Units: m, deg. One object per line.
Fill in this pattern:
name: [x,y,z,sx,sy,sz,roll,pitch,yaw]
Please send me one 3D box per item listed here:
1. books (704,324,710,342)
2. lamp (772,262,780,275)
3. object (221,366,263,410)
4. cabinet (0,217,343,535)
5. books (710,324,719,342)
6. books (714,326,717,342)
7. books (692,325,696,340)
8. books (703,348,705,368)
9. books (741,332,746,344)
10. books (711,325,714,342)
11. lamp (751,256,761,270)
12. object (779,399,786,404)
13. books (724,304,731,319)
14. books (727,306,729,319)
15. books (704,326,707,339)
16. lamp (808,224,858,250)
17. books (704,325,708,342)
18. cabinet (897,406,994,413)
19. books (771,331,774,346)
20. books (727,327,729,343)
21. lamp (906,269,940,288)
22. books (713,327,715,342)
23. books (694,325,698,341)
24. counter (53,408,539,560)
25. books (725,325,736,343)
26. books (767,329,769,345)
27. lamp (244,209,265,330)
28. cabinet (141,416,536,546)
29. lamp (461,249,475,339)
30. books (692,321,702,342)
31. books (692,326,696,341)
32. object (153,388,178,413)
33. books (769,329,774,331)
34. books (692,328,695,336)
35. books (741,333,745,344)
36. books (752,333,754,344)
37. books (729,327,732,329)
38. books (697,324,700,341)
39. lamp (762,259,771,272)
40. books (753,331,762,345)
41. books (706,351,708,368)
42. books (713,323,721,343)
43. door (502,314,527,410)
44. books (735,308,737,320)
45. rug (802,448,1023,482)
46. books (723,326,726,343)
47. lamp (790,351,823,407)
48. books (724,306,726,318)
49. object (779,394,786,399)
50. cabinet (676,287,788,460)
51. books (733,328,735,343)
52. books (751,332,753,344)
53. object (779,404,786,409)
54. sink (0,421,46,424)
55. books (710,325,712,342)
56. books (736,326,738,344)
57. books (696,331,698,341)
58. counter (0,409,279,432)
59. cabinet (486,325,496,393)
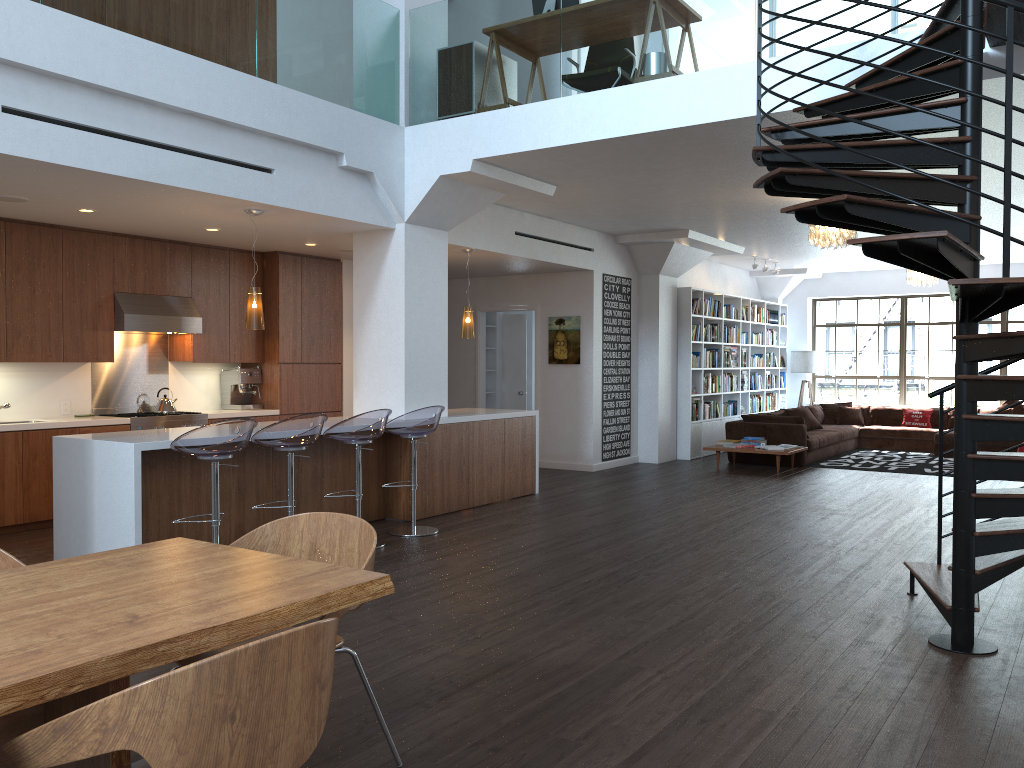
books: [2.813,-0.744,13.038,0.180,0.259,0.042,1,2,34]
lamp: [4.291,-1.874,14.420,0.120,0.211,0.111,0,1,8]
object: [-2.772,0.044,9.230,0.439,0.455,0.284,1,2,34]
cabinet: [-3.616,-0.097,7.879,0.598,2.499,5.299,1,2,34]
books: [3.018,-0.764,13.357,0.198,0.284,0.049,1,2,34]
books: [2.970,-0.739,13.252,0.174,0.240,0.054,1,2,34]
books: [2.524,-0.720,12.569,0.152,0.232,0.104,1,2,34]
books: [2.697,-0.375,12.863,0.197,0.283,0.065,1,2,34]
books: [3.724,-0.739,14.370,0.139,0.191,0.036,1,2,34]
books: [2.899,-0.744,13.164,0.183,0.253,0.042,1,2,34]
lamp: [3.721,-1.855,13.569,0.120,0.211,0.111,0,1,-22]
object: [4.728,0.317,15.991,0.331,0.088,0.410,1,2,34]
books: [3.323,-1.118,13.768,0.140,0.231,0.042,1,2,34]
books: [3.279,-1.102,13.696,0.146,0.202,0.027,1,2,34]
books: [2.719,-0.729,12.889,0.174,0.236,0.142,1,2,34]
lamp: [3.056,-1.564,8.449,0.442,0.539,0.441,0,1,-14]
books: [2.770,-0.740,12.963,0.183,0.253,0.042,1,2,34]
cabinet: [7.238,0.706,14.776,1.520,0.625,0.350,1,2,34]
books: [4.476,-0.795,15.489,0.183,0.253,0.034,1,2,33]
books: [3.258,-0.756,13.672,0.182,0.253,0.034,1,2,34]
lamp: [5.868,-1.656,12.657,0.442,0.539,0.441,0,1,-14]
books: [2.932,-0.729,13.187,0.161,0.223,0.032,1,2,34]
books: [2.544,-0.722,12.594,0.172,0.235,0.112,1,2,34]
counter: [-1.518,0.782,5.652,3.039,0.860,8.182,0,1,4]
books: [3.433,-0.780,13.946,0.176,0.290,0.053,1,2,34]
books: [4.338,-0.809,15.295,0.176,0.290,0.053,1,2,33]
lamp: [-0.669,-1.324,7.128,2.842,1.807,0.149,0,1,-17]
cabinet: [-1.376,0.761,7.510,0.898,0.796,4.493,1,2,34]
lamp: [-0.447,-0.914,9.010,0.149,0.900,0.149,0,1,-11]
books: [2.637,-0.752,12.724,0.176,0.290,0.053,1,2,34]
books: [2.504,-0.712,12.547,0.161,0.218,0.101,1,2,34]
object: [-3.335,0.151,8.529,0.222,0.235,0.222,0,1,9]
books: [4.488,-0.814,15.523,0.176,0.290,0.036,1,2,33]
books: [2.465,-0.693,12.479,0.161,0.182,0.170,1,2,34]
books: [3.695,-0.729,14.322,0.126,0.173,0.032,1,2,34]
books: [3.919,-0.746,14.662,0.139,0.191,0.036,1,2,34]
books: [3.339,-0.757,13.805,0.159,0.250,0.026,1,2,34]
books: [2.587,-0.727,12.665,0.174,0.242,0.105,1,2,34]
lamp: [4.002,-1.864,13.989,0.120,0.211,0.111,0,1,-7]
books: [4.158,-0.774,15.032,0.140,0.231,0.042,1,2,34]
books: [2.781,-0.355,12.972,0.174,0.239,0.045,1,2,34]
books: [3.061,-0.768,13.391,0.176,0.291,0.053,1,2,34]
door: [-0.134,0.021,12.758,0.826,2.032,0.174,1,2,34]
books: [3.476,-1.099,14.004,0.134,0.184,0.030,1,2,34]
rug: [6.351,1.085,11.756,4.200,0.007,3.100,1,2,35]
books: [3.166,-0.752,13.525,0.182,0.253,0.034,1,2,34]
lamp: [5.301,0.195,15.981,0.545,1.579,0.545,1,1,23]
books: [3.201,-1.094,13.578,0.139,0.191,0.036,1,2,34]
object: [4.722,0.229,15.994,0.316,0.088,0.410,1,2,34]
cabinet: [3.547,-0.188,14.343,0.461,2.414,4.500,1,2,34]
books: [3.395,-0.754,13.880,0.174,0.239,0.045,1,2,34]
books: [3.888,-0.750,14.610,0.146,0.202,0.027,1,2,34]
object: [4.728,0.405,15.994,0.331,0.088,0.410,1,2,34]
sink: [-4.099,0.391,7.151,0.440,0.137,0.740,1,2,34]
books: [2.861,-0.739,13.101,0.171,0.246,0.039,1,2,34]
books: [3.463,-0.778,13.999,0.197,0.283,0.065,1,2,34]
books: [2.559,-0.725,12.636,0.172,0.239,0.093,1,2,34]
counter: [-3.870,0.327,7.508,0.600,0.050,4.387,1,2,34]
cabinet: [0.042,-0.464,13.414,0.527,2.991,2.630,1,2,34]
